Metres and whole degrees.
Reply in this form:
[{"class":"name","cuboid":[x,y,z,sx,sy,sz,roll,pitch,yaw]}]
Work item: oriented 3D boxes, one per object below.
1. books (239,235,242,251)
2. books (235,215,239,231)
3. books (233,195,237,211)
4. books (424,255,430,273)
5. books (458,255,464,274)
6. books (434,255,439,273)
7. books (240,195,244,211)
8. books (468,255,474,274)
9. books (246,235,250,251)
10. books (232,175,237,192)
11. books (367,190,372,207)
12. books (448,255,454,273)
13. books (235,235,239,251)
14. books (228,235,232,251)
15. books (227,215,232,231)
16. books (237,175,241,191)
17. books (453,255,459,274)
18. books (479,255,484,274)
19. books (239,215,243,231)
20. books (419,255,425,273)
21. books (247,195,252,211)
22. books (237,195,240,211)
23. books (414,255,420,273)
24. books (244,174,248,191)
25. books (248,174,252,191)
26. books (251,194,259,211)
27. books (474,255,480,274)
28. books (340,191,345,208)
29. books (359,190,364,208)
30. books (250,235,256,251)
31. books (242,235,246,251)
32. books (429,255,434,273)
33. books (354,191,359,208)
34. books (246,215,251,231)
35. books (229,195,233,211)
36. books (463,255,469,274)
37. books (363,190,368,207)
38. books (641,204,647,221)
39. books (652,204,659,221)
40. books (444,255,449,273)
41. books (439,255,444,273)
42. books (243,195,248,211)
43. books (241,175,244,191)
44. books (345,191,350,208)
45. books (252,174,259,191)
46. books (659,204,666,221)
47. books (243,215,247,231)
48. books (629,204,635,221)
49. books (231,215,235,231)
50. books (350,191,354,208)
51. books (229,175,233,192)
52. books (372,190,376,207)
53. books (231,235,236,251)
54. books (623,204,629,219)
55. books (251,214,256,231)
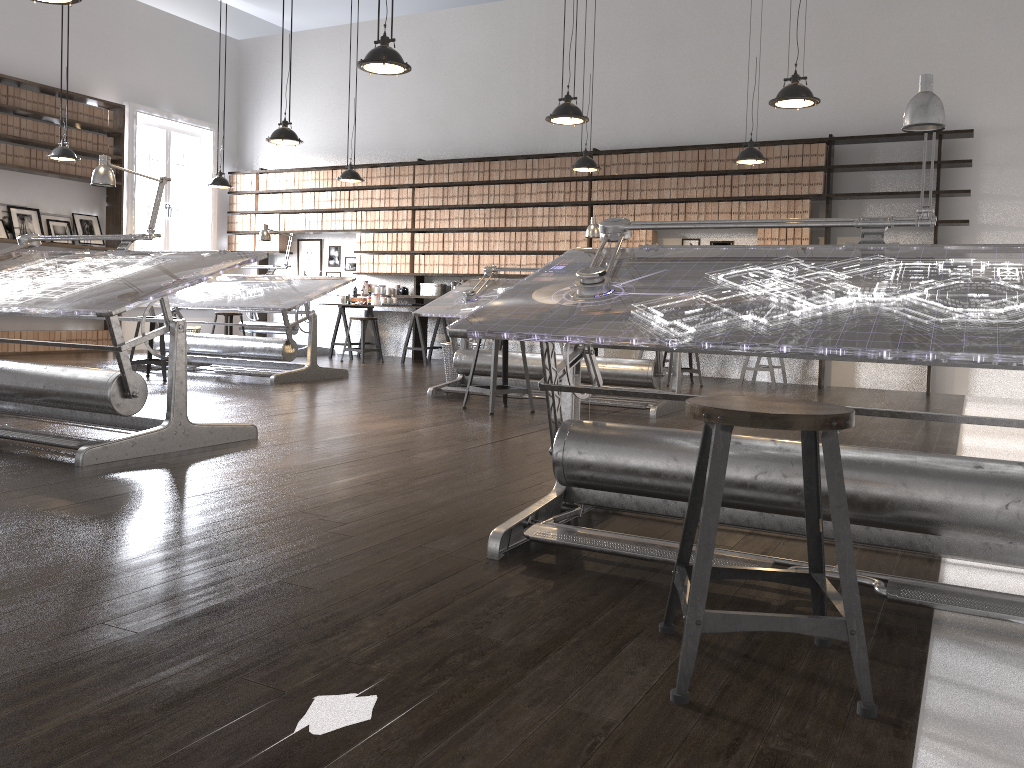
[{"class":"books","cuboid":[-3.700,-1.946,12.284,0.067,0.225,0.175,3,3,27]},{"class":"books","cuboid":[-3.762,-2.229,12.314,0.067,0.225,0.174,3,3,28]},{"class":"books","cuboid":[-3.799,-2.505,12.323,0.067,0.225,0.175,3,3,28]},{"class":"books","cuboid":[-0.999,-1.468,10.881,0.067,0.225,0.174,3,3,27]},{"class":"books","cuboid":[-0.574,-1.435,10.658,0.067,0.225,0.174,3,3,27]},{"class":"books","cuboid":[-0.878,-1.458,10.811,0.067,0.225,0.175,3,3,28]},{"class":"books","cuboid":[-3.678,-2.496,12.263,0.067,0.225,0.175,3,3,27]},{"class":"books","cuboid":[-0.448,-1.425,10.593,0.067,0.225,0.175,3,3,28]},{"class":"books","cuboid":[-3.582,-1.937,12.217,0.067,0.225,0.175,3,3,27]},{"class":"books","cuboid":[-3.797,-2.781,12.315,0.067,0.225,0.175,3,3,27]},{"class":"books","cuboid":[-1.760,-2.341,11.256,0.067,0.225,0.175,3,3,28]},{"class":"books","cuboid":[-0.699,-1.444,10.717,0.067,0.225,0.175,3,3,28]},{"class":"books","cuboid":[-3.757,-1.951,12.316,0.067,0.225,0.175,3,3,28]},{"class":"books","cuboid":[-3.889,-1.961,12.385,0.067,0.225,0.175,3,3,28]},{"class":"books","cuboid":[-3.887,-2.238,12.372,0.067,0.225,0.175,3,3,27]},{"class":"books","cuboid":[-3.732,-2.777,12.285,0.067,0.225,0.174,3,3,27]},{"class":"books","cuboid":[-0.637,-1.440,10.691,0.067,0.225,0.175,3,3,27]},{"class":"books","cuboid":[-0.316,-1.415,10.524,0.067,0.225,0.175,3,3,28]},{"class":"books","cuboid":[-3.701,-2.223,12.277,0.067,0.225,0.174,3,3,27]},{"class":"books","cuboid":[-1.063,-1.472,10.910,0.067,0.225,0.174,3,3,28]},{"class":"books","cuboid":[-3.558,-2.486,12.202,0.067,0.225,0.175,3,3,27]},{"class":"books","cuboid":[-3.734,-2.500,12.291,0.067,0.225,0.175,3,3,27]},{"class":"books","cuboid":[-1.128,-1.477,10.940,0.067,0.225,0.175,3,3,28]},{"class":"books","cuboid":[-3.607,-2.767,12.222,0.067,0.225,0.175,3,3,28]},{"class":"books","cuboid":[-3.547,-2.762,12.186,0.067,0.225,0.175,3,3,27]},{"class":"books","cuboid":[-3.495,-2.482,12.169,0.067,0.225,0.174,3,3,27]},{"class":"books","cuboid":[-0.384,-1.420,10.553,0.067,0.225,0.175,3,3,27]},{"class":"books","cuboid":[-2.137,-2.371,11.461,0.067,0.225,0.175,3,3,28]},{"class":"books","cuboid":[-1.880,-2.351,11.326,0.067,0.225,0.174,3,3,27]},{"class":"books","cuboid":[-3.516,-1.932,12.187,0.067,0.225,0.174,3,3,27]},{"class":"books","cuboid":[-3.646,-1.942,12.251,0.067,0.225,0.175,3,3,28]},{"class":"books","cuboid":[-0.938,-1.463,10.847,0.067,0.225,0.175,3,3,27]},{"class":"books","cuboid":[-1.944,-2.356,11.355,0.067,0.225,0.174,3,3,28]},{"class":"books","cuboid":[-3.572,-2.213,12.209,0.067,0.225,0.175,3,3,28]},{"class":"books","cuboid":[-3.859,-2.510,12.359,0.067,0.225,0.175,3,3,27]},{"class":"books","cuboid":[-0.513,-1.430,10.621,0.067,0.225,0.174,3,3,28]},{"class":"books","cuboid":[-1.817,-2.346,11.293,0.067,0.225,0.175,3,3,27]},{"class":"books","cuboid":[1.453,-1.826,9.588,0.067,0.225,0.175,3,3,28]},{"class":"books","cuboid":[1.572,-1.816,9.527,0.067,0.225,0.175,3,3,28]},{"class":"books","cuboid":[-0.756,-1.449,10.752,0.067,0.225,0.175,3,3,27]},{"class":"books","cuboid":[-0.813,-1.453,10.779,0.067,0.225,0.175,3,3,27]},{"class":"books","cuboid":[-3.621,-2.491,12.228,0.067,0.225,0.175,3,3,28]},{"class":"books","cuboid":[-3.668,-2.772,12.256,0.067,0.225,0.174,3,3,28]},{"class":"books","cuboid":[-2.074,-2.366,11.421,0.067,0.225,0.175,3,3,27]},{"class":"books","cuboid":[-3.482,-2.757,12.154,0.067,0.225,0.175,3,3,28]},{"class":"books","cuboid":[1.635,-1.812,9.494,0.067,0.225,0.174,3,3,28]},{"class":"books","cuboid":[-3.636,-2.219,12.248,0.067,0.225,0.175,3,3,27]},{"class":"books","cuboid":[1.331,-1.835,9.648,0.067,0.225,0.175,3,3,27]},{"class":"books","cuboid":[-3.825,-2.233,12.346,0.067,0.225,0.175,3,3,28]},{"class":"books","cuboid":[-2.005,-2.361,11.392,0.067,0.225,0.175,3,3,28]},{"class":"books","cuboid":[-3.862,-2.786,12.349,0.067,0.225,0.175,3,3,28]},{"class":"books","cuboid":[-1.699,-2.337,11.230,0.067,0.225,0.175,3,3,27]},{"class":"books","cuboid":[-3.825,-1.956,12.346,0.067,0.225,0.175,3,3,27]},{"class":"books","cuboid":[1.271,-1.840,9.684,0.067,0.225,0.175,3,3,28]},{"class":"books","cuboid":[-3.504,-2.209,12.180,0.067,0.225,0.175,3,3,27]}]
